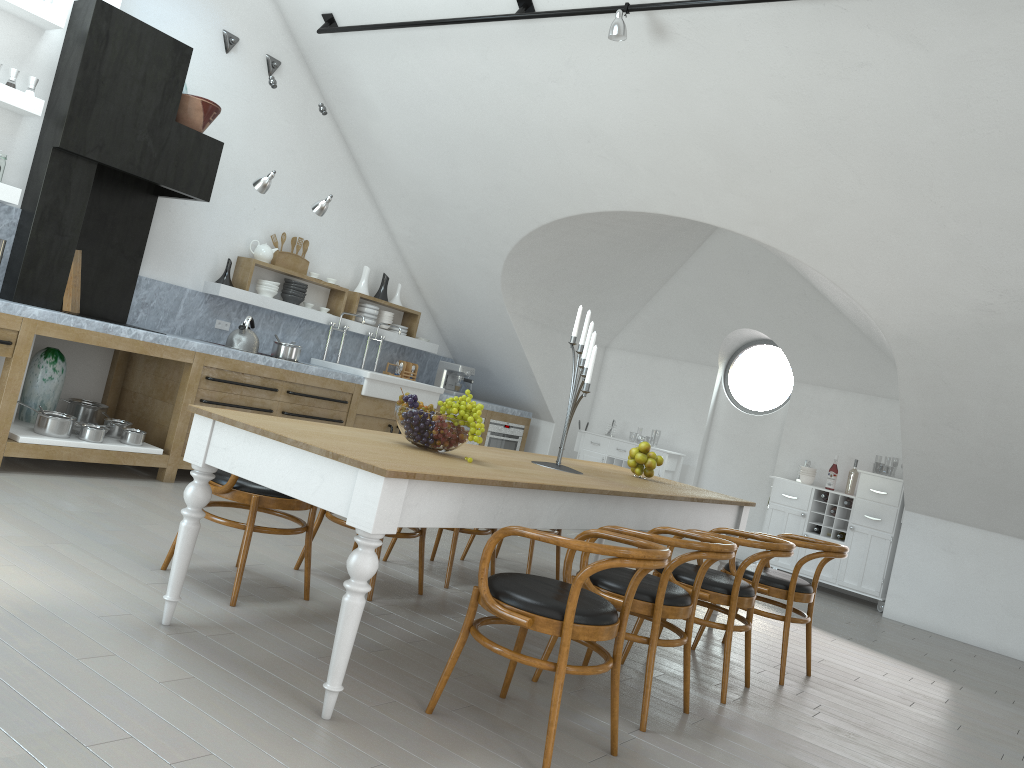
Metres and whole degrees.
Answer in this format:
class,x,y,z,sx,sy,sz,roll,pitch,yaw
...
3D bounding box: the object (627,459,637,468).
class,x,y,z,sx,sy,sz,roll,pitch,yaw
object,0.696,0.457,5.126,0.060,0.056,0.059,12,-2,30

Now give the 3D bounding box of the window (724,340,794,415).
class,x,y,z,sx,sy,sz,roll,pitch,yaw
window,2.618,-0.065,9.283,0.902,0.901,0.060,12,-3,35

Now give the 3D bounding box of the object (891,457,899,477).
class,x,y,z,sx,sy,sz,roll,pitch,yaw
object,3.481,0.764,8.081,0.063,0.187,0.063,12,-2,21

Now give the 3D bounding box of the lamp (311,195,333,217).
class,x,y,z,sx,sy,sz,roll,pitch,yaw
lamp,-1.443,-1.363,6.764,0.169,0.176,0.112,12,-2,27

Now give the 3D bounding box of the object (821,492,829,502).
class,x,y,z,sx,sy,sz,roll,pitch,yaw
object,2.927,1.049,8.210,0.093,0.094,0.358,12,-1,36

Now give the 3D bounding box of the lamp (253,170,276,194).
class,x,y,z,sx,sy,sz,roll,pitch,yaw
lamp,-1.767,-1.440,6.295,0.115,0.178,0.165,15,-2,-37

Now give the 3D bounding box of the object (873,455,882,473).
class,x,y,z,sx,sy,sz,roll,pitch,yaw
object,3.304,0.731,8.017,0.048,0.169,0.048,14,-2,-22

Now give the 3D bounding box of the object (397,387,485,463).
class,x,y,z,sx,sy,sz,roll,pitch,yaw
object,-0.301,0.141,3.671,0.393,0.284,0.292,13,-1,-1

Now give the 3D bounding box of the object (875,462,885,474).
class,x,y,z,sx,sy,sz,roll,pitch,yaw
object,3.285,0.758,7.935,0.081,0.105,0.082,14,-2,-17

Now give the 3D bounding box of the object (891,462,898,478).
class,x,y,z,sx,sy,sz,roll,pitch,yaw
object,3.421,0.769,7.934,0.046,0.143,0.046,15,-3,-44

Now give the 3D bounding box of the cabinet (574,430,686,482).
class,x,y,z,sx,sy,sz,roll,pitch,yaw
cabinet,1.148,0.988,9.259,1.138,0.790,0.495,12,-2,35

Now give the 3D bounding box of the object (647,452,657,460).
class,x,y,z,sx,sy,sz,roll,pitch,yaw
object,0.809,0.419,5.127,0.053,0.057,0.058,14,-2,-40

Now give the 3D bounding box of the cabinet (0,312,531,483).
class,x,y,z,sx,sy,sz,roll,pitch,yaw
cabinet,-2.059,0.335,7.021,1.007,1.023,6.404,12,-1,35

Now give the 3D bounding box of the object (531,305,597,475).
class,x,y,z,sx,sy,sz,roll,pitch,yaw
object,0.333,-0.004,4.477,0.266,0.876,0.773,13,-2,9

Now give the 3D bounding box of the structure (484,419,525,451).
class,x,y,z,sx,sy,sz,roll,pitch,yaw
structure,-0.344,0.649,9.224,0.632,0.637,0.630,12,-2,35

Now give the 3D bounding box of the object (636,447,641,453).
class,x,y,z,sx,sy,sz,roll,pitch,yaw
object,0.751,0.399,5.231,0.062,0.060,0.062,12,-2,36

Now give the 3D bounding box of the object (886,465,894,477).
class,x,y,z,sx,sy,sz,roll,pitch,yaw
object,3.419,0.795,8.031,0.071,0.099,0.071,11,-2,43

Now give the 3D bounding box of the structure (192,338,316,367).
class,x,y,z,sx,sy,sz,roll,pitch,yaw
structure,-1.996,-0.223,6.869,0.649,0.041,0.734,13,-1,35

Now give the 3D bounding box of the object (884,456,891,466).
class,x,y,z,sx,sy,sz,roll,pitch,yaw
object,3.421,0.754,8.101,0.054,0.179,0.054,12,-3,29

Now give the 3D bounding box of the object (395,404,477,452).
class,x,y,z,sx,sy,sz,roll,pitch,yaw
object,-0.328,0.199,3.695,0.360,0.160,0.359,13,-1,15

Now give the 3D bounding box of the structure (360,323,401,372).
class,x,y,z,sx,sy,sz,roll,pitch,yaw
structure,-1.199,-0.300,8.281,0.333,0.530,0.213,13,-2,16

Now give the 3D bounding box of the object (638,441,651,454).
class,x,y,z,sx,sy,sz,roll,pitch,yaw
object,0.771,0.370,5.153,0.072,0.074,0.072,12,-2,35

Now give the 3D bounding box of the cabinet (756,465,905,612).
class,x,y,z,sx,sy,sz,roll,pitch,yaw
cabinet,2.972,1.332,8.190,1.246,1.155,0.607,12,-2,35

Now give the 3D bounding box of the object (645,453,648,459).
class,x,y,z,sx,sy,sz,roll,pitch,yaw
object,0.776,0.420,5.187,0.053,0.051,0.052,13,-1,6

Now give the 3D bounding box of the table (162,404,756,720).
class,x,y,z,sx,sy,sz,roll,pitch,yaw
table,0.059,0.787,4.300,1.021,0.800,3.336,12,-1,35

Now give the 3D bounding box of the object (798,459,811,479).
class,x,y,z,sx,sy,sz,roll,pitch,yaw
object,2.838,0.834,8.594,0.116,0.209,0.065,12,-3,37

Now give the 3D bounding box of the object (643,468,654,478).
class,x,y,z,sx,sy,sz,roll,pitch,yaw
object,0.795,0.513,5.146,0.063,0.063,0.063,15,-2,-44

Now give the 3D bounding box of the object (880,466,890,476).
class,x,y,z,sx,sy,sz,roll,pitch,yaw
object,3.351,0.785,7.983,0.077,0.085,0.077,12,-2,43

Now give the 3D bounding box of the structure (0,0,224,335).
class,x,y,z,sx,sy,sz,roll,pitch,yaw
structure,-2.661,-1.377,5.887,0.782,1.887,1.071,12,-2,35

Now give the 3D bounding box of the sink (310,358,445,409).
class,x,y,z,sx,sy,sz,roll,pitch,yaw
sink,-1.198,0.005,7.877,0.729,0.202,1.017,13,-1,35

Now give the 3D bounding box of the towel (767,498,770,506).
class,x,y,z,sx,sy,sz,roll,pitch,yaw
towel,2.536,1.092,8.596,0.049,0.204,0.149,12,-2,36

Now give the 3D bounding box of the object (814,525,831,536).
class,x,y,z,sx,sy,sz,roll,pitch,yaw
object,2.883,1.353,8.183,0.156,0.085,0.330,12,-1,36

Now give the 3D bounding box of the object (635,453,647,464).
class,x,y,z,sx,sy,sz,roll,pitch,yaw
object,0.740,0.428,5.086,0.071,0.064,0.072,12,-2,28

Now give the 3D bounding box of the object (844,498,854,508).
class,x,y,z,sx,sy,sz,roll,pitch,yaw
object,3.087,1.090,8.083,0.088,0.085,0.358,12,-1,35

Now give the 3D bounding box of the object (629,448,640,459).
class,x,y,z,sx,sy,sz,roll,pitch,yaw
object,0.713,0.405,5.153,0.066,0.071,0.072,13,-2,4

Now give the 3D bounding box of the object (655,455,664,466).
class,x,y,z,sx,sy,sz,roll,pitch,yaw
object,0.852,0.446,5.156,0.063,0.063,0.062,13,-2,-3

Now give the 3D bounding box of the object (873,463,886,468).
class,x,y,z,sx,sy,sz,roll,pitch,yaw
object,3.340,0.779,8.075,0.094,0.093,0.093,14,-2,-22

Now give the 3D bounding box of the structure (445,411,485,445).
class,x,y,z,sx,sy,sz,roll,pitch,yaw
structure,-0.787,0.636,8.606,0.600,0.824,0.721,12,-2,35

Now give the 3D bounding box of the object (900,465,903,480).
class,x,y,z,sx,sy,sz,roll,pitch,yaw
object,3.491,0.785,7.923,0.046,0.143,0.046,15,-3,-44

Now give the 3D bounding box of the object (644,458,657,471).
class,x,y,z,sx,sy,sz,roll,pitch,yaw
object,0.796,0.462,5.092,0.071,0.072,0.070,13,-2,0

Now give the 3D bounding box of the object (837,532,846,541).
class,x,y,z,sx,sy,sz,roll,pitch,yaw
object,3.017,1.386,8.077,0.081,0.081,0.357,12,-1,33

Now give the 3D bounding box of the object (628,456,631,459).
class,x,y,z,sx,sy,sz,roll,pitch,yaw
object,0.714,0.436,5.209,0.062,0.059,0.062,12,-2,39

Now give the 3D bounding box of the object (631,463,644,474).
class,x,y,z,sx,sy,sz,roll,pitch,yaw
object,0.734,0.492,5.184,0.080,0.074,0.078,13,-1,-10

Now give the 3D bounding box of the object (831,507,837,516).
class,x,y,z,sx,sy,sz,roll,pitch,yaw
object,2.986,1.176,8.152,0.085,0.085,0.329,12,-1,35

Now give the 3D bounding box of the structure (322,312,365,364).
class,x,y,z,sx,sy,sz,roll,pitch,yaw
structure,-1.470,-0.368,7.882,0.333,0.530,0.213,13,-2,16

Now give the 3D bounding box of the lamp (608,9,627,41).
class,x,y,z,sx,sy,sz,roll,pitch,yaw
lamp,0.641,-2.125,5.250,0.112,0.175,0.114,13,-2,-2

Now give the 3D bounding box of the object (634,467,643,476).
class,x,y,z,sx,sy,sz,roll,pitch,yaw
object,0.732,0.505,5.116,0.050,0.050,0.051,12,-2,39
